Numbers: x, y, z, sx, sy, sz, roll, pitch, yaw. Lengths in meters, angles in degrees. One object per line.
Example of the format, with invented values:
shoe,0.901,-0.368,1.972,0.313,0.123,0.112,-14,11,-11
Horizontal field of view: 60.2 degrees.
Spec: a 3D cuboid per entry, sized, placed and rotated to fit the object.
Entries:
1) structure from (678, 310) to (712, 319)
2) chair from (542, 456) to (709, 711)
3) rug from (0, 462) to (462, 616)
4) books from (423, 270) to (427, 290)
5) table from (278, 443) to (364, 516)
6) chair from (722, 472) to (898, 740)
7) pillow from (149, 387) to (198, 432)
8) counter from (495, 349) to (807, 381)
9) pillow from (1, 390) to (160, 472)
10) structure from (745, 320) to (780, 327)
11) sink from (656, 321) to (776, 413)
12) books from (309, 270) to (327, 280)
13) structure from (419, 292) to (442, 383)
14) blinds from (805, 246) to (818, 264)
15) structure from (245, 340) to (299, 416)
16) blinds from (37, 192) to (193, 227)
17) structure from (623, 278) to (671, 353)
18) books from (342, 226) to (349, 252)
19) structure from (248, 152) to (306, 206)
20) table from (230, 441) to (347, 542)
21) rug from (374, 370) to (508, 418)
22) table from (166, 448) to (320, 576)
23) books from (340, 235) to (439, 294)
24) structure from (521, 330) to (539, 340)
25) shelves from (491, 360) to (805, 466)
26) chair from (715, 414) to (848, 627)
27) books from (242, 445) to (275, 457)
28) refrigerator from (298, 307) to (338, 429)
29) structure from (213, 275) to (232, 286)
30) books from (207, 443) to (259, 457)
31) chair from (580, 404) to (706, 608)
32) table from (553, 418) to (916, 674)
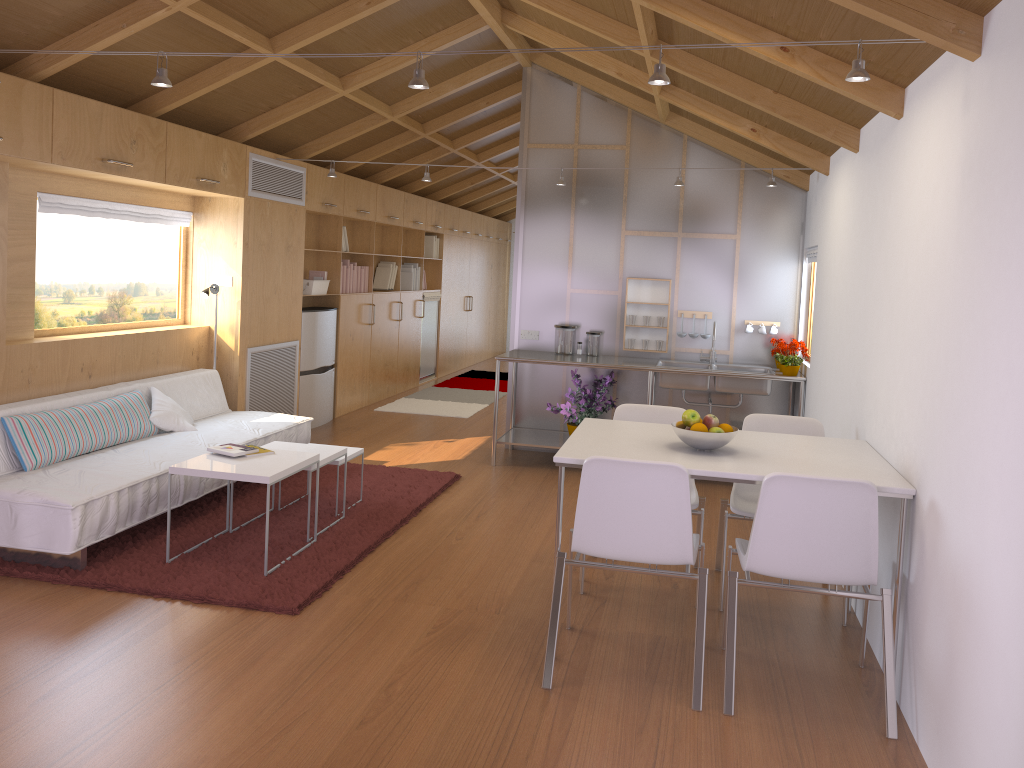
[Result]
structure,1.358,-0.514,6.564,0.251,0.051,0.016,4,4,12
chair,0.431,0.619,3.161,0.532,0.782,0.549,4,4,12
rug,-1.524,0.695,4.888,1.887,0.020,2.493,4,8,11
books,-1.107,-1.253,10.360,0.176,0.295,0.281,4,5,11
table,-1.070,0.535,4.987,0.342,0.307,0.371,4,6,12
chair,1.013,0.663,3.041,0.532,0.782,0.549,4,4,12
pillow,-1.999,0.153,5.207,0.267,0.250,0.348,0,6,-24
counter,0.973,-0.145,6.340,2.111,0.021,0.653,4,8,12
pillow,-2.202,0.222,4.612,0.171,0.250,1.047,4,7,11
structure,1.829,-0.442,6.455,0.251,0.032,0.041,4,6,12
sink,1.436,-0.120,6.271,0.811,0.637,0.566,4,5,12
books,-1.677,-0.877,7.598,0.150,0.191,0.089,4,4,12
structure,-1.111,-0.579,10.616,0.316,1.074,0.728,3,4,11
blinds,2.054,-0.879,6.007,0.047,0.110,0.728,3,7,11
structure,-1.805,0.057,6.675,0.013,0.718,0.823,3,5,11
blinds,-2.392,-1.061,5.449,0.047,0.110,1.505,3,7,11
structure,1.009,-0.515,6.606,0.328,0.543,0.077,4,3,12
books,-1.585,-1.341,7.968,0.176,0.295,0.281,4,5,11
structure,-1.735,-1.508,6.570,0.013,0.299,0.907,3,7,11
table,-1.150,0.544,4.593,0.425,0.381,0.461,4,6,12
rug,-0.485,0.069,10.130,0.917,0.011,3.741,4,8,11
table,-1.243,0.571,4.141,0.486,0.436,0.527,4,6,12
books,-1.290,-1.319,9.400,0.189,0.654,3.125,3,7,11
structure,0.137,-0.378,6.830,0.142,0.071,0.011,4,3,12
shelves,0.955,0.247,6.360,2.094,0.750,0.635,4,5,12
chair,1.199,0.557,3.929,0.532,0.782,0.549,4,4,12
books,-1.274,0.327,4.294,0.194,0.016,0.153,9,10,41
refrigerator,-1.718,-0.148,7.520,0.262,0.982,0.716,3,5,11
structure,-2.014,-0.718,6.152,0.142,0.071,0.011,4,3,12
books,-1.339,0.315,4.236,0.194,0.016,0.153,7,9,31
chair,0.618,0.513,4.050,0.532,0.782,0.549,4,4,12
table,0.811,0.617,3.482,1.210,0.739,0.903,4,6,12
